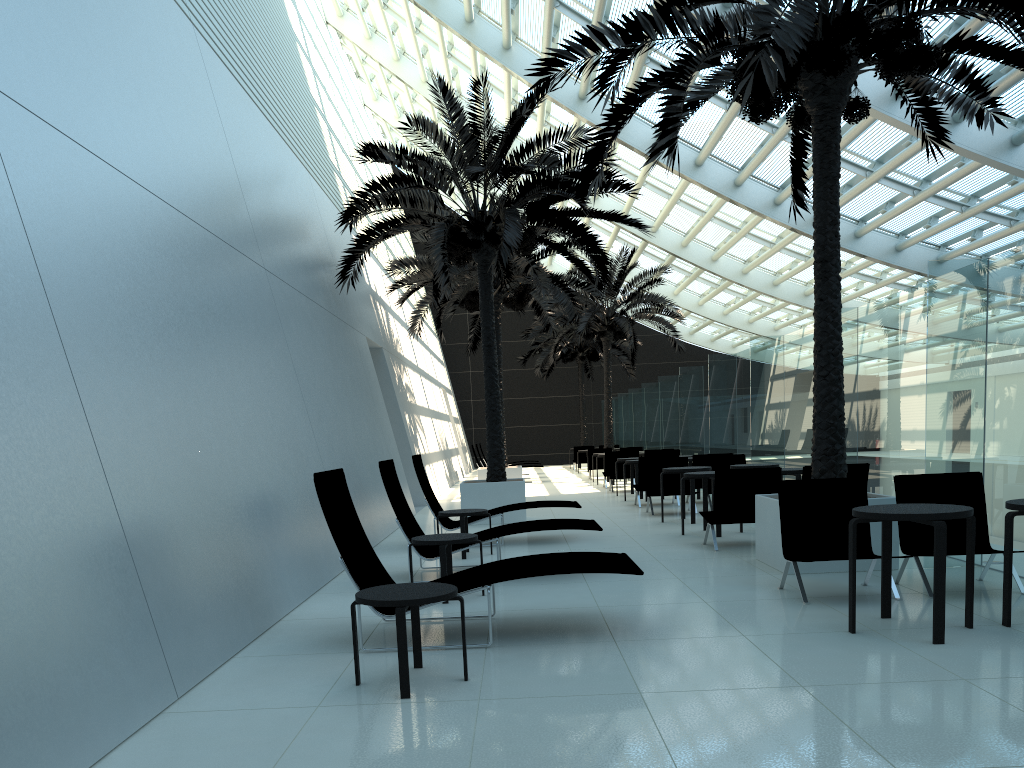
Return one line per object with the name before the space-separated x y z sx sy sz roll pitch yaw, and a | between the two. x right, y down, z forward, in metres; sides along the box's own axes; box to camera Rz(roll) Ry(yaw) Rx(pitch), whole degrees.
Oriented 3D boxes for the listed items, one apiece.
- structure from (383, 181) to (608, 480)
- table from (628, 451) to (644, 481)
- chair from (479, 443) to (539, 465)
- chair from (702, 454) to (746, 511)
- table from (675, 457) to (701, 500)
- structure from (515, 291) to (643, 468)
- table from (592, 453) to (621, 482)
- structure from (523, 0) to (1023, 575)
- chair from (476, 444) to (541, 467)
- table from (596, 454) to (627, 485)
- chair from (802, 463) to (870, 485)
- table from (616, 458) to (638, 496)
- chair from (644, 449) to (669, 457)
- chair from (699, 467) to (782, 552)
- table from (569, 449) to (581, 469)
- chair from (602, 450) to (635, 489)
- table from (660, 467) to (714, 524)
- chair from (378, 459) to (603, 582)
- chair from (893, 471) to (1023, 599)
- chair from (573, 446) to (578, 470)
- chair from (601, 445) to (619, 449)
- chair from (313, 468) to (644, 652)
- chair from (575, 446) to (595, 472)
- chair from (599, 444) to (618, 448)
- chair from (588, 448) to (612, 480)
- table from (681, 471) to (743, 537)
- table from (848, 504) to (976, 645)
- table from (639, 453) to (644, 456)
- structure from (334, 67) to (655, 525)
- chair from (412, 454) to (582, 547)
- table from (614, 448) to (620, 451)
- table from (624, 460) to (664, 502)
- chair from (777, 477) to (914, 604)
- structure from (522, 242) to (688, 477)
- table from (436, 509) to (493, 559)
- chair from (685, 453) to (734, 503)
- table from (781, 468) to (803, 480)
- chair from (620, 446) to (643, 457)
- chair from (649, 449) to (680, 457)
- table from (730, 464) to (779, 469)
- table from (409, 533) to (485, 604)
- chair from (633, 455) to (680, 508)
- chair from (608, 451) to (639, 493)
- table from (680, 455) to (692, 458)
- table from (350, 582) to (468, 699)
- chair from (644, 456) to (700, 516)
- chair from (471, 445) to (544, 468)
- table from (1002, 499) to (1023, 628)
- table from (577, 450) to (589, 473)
structure | -0.496 -0.900 19.499 4.289 6.964 4.581 0 5 34
table | 3.541 2.233 23.787 0.680 0.788 0.673 -1 3 39
chair | -0.088 2.604 30.466 2.036 1.170 0.913 -3 3 0
chair | 3.466 1.573 13.824 0.716 0.896 0.880 -3 2 0
table | 3.502 1.804 16.716 0.679 0.788 0.673 0 3 43
structure | 2.950 -0.172 35.023 4.438 7.089 4.778 -4 4 -21
table | 2.572 2.277 23.797 0.680 0.788 0.673 -1 3 39
structure | 2.813 -1.825 7.744 4.828 7.091 4.389 -1 4 19
chair | -0.099 2.443 27.815 2.036 1.170 0.913 -3 3 0
table | 2.557 2.190 22.366 0.679 0.788 0.673 0 3 43
chair | 3.463 1.325 9.741 0.716 0.896 0.880 -3 2 0
table | 2.549 1.937 18.191 0.680 0.788 0.673 -1 3 39
chair | 3.512 2.019 21.174 0.716 0.896 0.880 -3 2 0
chair | 2.531 1.367 9.750 0.716 0.896 0.880 -3 2 0
table | 2.605 2.874 33.637 0.674 0.788 0.679 -5 3 -42
chair | 2.580 2.061 21.183 0.716 0.896 0.880 -3 2 0
table | 2.525 1.595 12.550 0.680 0.788 0.673 -1 3 39
chair | -0.181 1.270 8.482 2.036 1.170 0.913 -3 3 0
chair | 3.435 1.136 6.617 0.716 0.896 0.880 -3 2 0
chair | 2.628 2.744 32.454 0.716 0.896 0.880 -3 2 0
chair | 3.538 2.600 30.748 0.716 0.896 0.880 -3 2 0
chair | -0.192 1.114 5.911 2.036 1.170 0.913 -3 3 0
chair | 2.606 2.642 30.757 0.716 0.896 0.880 -3 2 0
chair | 3.560 2.702 32.445 0.716 0.896 0.880 -3 2 0
chair | 2.582 2.297 25.067 0.716 0.896 0.880 -3 2 0
table | 2.509 1.497 10.933 0.679 0.788 0.673 0 3 43
table | 2.494 1.164 5.457 0.674 0.788 0.679 -5 3 -42
table | 3.526 2.146 22.357 0.679 0.788 0.673 0 3 43
structure | -0.315 -1.242 13.502 4.622 6.903 4.249 -4 4 -21
chair | -0.170 1.426 11.054 2.036 1.170 0.913 -3 3 0
table | 3.565 2.576 29.452 0.680 0.788 0.673 -1 3 39
table | 2.533 1.848 16.725 0.679 0.788 0.673 0 3 43
chair | 2.504 1.179 6.626 0.716 0.896 0.880 -3 2 0
structure | 2.889 -0.664 26.881 4.818 7.091 4.398 -3 4 -6
table | -0.543 1.702 9.935 0.554 0.522 0.549 -1 2 43
chair | 3.488 1.676 15.533 0.716 0.896 0.880 -3 2 0
table | 3.477 1.453 10.924 0.679 0.788 0.673 0 3 43
chair | 3.514 2.255 25.058 0.716 0.896 0.880 -3 2 0
chair | 3.490 1.916 19.477 0.716 0.896 0.880 -3 2 0
table | 3.493 1.551 12.541 0.680 0.788 0.673 -1 3 39
table | -0.554 1.546 7.363 0.554 0.522 0.549 -1 2 43
chair | 2.556 1.719 15.542 0.716 0.896 0.880 -3 2 0
chair | 2.558 1.959 19.486 0.716 0.896 0.880 -3 2 0
table | 3.517 1.893 18.181 0.680 0.788 0.673 -1 3 39
table | -0.565 1.390 4.792 0.554 0.522 0.549 -1 2 43
chair | 2.534 1.616 13.833 0.716 0.896 0.880 -3 2 0
chair | -0.110 2.287 25.244 2.036 1.170 0.913 -3 3 0
table | 3.463 1.120 5.447 0.674 0.788 0.679 -5 3 -42
table | 2.597 2.620 29.461 0.680 0.788 0.673 -1 3 39
